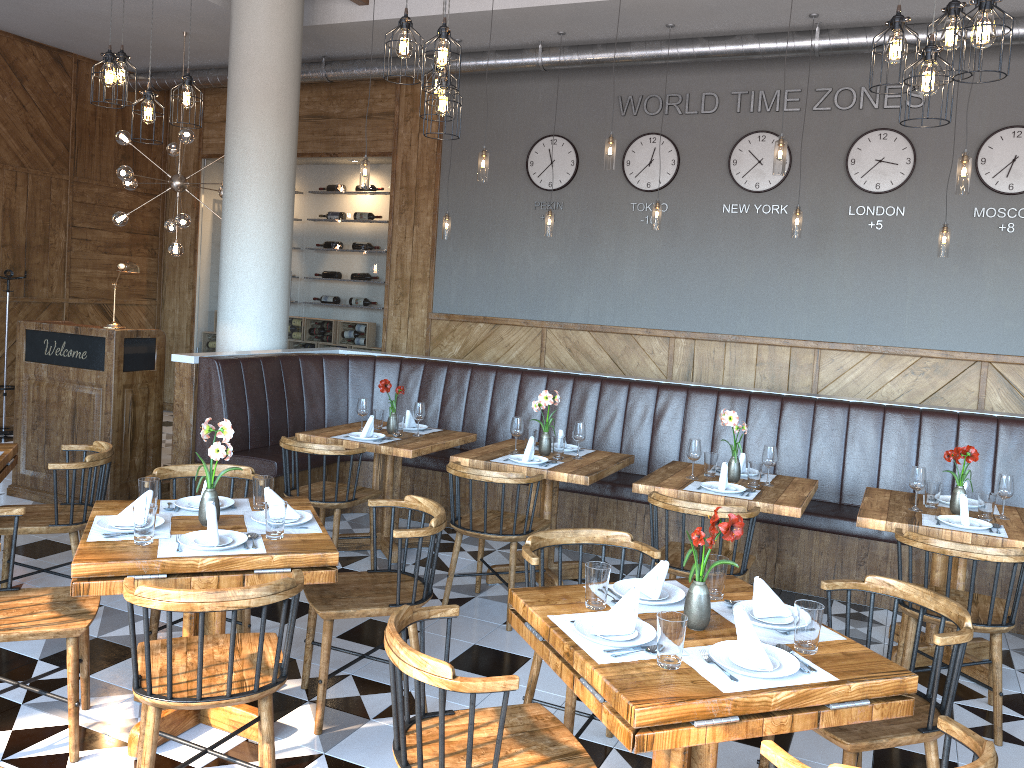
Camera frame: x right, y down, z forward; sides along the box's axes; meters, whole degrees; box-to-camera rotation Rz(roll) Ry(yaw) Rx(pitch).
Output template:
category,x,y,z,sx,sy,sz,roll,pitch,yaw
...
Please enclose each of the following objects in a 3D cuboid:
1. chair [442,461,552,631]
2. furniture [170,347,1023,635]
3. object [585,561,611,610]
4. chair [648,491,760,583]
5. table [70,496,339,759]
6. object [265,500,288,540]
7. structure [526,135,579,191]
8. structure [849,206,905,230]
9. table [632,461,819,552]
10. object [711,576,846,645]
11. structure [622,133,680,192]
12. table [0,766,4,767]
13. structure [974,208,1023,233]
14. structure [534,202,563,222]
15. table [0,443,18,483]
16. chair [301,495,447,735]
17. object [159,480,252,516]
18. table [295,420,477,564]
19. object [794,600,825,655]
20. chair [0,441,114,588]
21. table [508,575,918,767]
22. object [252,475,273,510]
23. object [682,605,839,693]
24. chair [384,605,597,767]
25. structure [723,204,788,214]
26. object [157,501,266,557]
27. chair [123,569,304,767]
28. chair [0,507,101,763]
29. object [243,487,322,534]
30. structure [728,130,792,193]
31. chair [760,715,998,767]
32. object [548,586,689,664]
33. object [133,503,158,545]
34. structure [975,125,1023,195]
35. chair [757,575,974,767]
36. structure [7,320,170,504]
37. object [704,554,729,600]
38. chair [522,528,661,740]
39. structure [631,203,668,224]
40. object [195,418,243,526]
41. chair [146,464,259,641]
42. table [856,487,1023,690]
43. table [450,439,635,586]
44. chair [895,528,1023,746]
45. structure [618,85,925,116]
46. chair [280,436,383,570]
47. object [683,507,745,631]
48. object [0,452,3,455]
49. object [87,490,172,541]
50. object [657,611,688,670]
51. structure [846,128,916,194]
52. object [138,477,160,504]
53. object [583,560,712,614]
category,x,y,z,sx,sy,sz,roll,pitch,yaw
chair,-0.086,0.821,4.756,0.520,0.815,0.550,5,4,24
furniture,0.967,0.623,5.750,6.596,1.147,1.920,6,6,24
object,0.259,0.619,2.713,0.080,0.132,0.080,6,4,29
chair,0.914,0.928,4.302,0.520,0.815,0.550,5,4,24
table,-1.176,0.913,3.386,0.863,0.762,0.867,2,5,-21
object,-0.864,0.498,3.235,0.080,0.132,0.080,7,5,39
structure,0.405,-2.226,8.929,0.561,0.559,0.046,6,4,24
structure,3.165,-1.444,7.703,0.443,0.199,0.021,6,4,24
table,1.170,0.914,4.881,0.851,0.762,0.851,6,5,24
object,0.794,0.652,2.695,0.272,0.137,0.353,2,6,-20
structure,1.333,-2.127,8.508,0.561,0.559,0.046,6,4,24
table,-0.940,1.142,1.193,0.851,0.762,0.851,6,5,24
structure,4.077,-1.346,7.289,0.499,0.199,0.021,6,4,24
structure,0.370,-1.744,8.972,0.306,0.196,0.021,6,4,24
table,-2.883,0.729,4.160,0.863,0.762,0.867,2,5,-21
chair,-0.566,0.903,3.604,0.549,0.815,0.521,2,4,-21
object,-1.244,0.434,3.610,0.351,0.137,0.273,2,5,-21
table,-0.821,0.701,5.785,0.851,0.762,0.851,6,5,24
object,0.823,0.679,2.469,0.080,0.132,0.080,7,5,39
chair,-2.282,0.719,4.384,0.549,0.815,0.521,2,4,-21
table,0.511,1.094,2.619,0.863,0.762,0.867,2,5,-21
object,-1.029,0.447,3.642,0.080,0.132,0.080,7,5,39
object,0.640,0.676,2.349,0.351,0.137,0.273,2,5,-21
chair,-0.084,1.053,2.385,0.549,0.815,0.521,2,4,-21
structure,2.232,-1.604,8.125,0.584,0.079,0.021,6,4,24
object,-1.053,0.495,3.114,0.351,0.137,0.273,2,5,-21
chair,-0.945,0.960,2.775,0.519,0.815,0.551,2,4,-21
chair,-1.772,0.871,3.151,0.549,0.815,0.521,2,4,-21
object,-0.898,0.471,3.460,0.272,0.137,0.353,2,6,-20
structure,2.260,-2.027,8.087,0.561,0.559,0.046,6,4,24
chair,0.743,1.141,2.009,0.519,0.815,0.551,2,4,-21
object,0.294,0.640,2.499,0.272,0.137,0.353,2,6,-20
object,-1.275,0.487,3.073,0.080,0.132,0.080,7,5,39
structure,4.107,-1.829,7.248,0.561,0.559,0.046,6,4,24
chair,1.122,1.084,2.838,0.549,0.815,0.521,2,4,-21
structure,-3.099,0.208,6.606,1.047,1.297,0.646,5,4,24
object,0.658,0.629,2.876,0.080,0.132,0.080,6,4,29
chair,0.295,0.995,3.214,0.519,0.815,0.551,2,4,-21
structure,1.319,-1.642,8.541,0.369,0.199,0.021,6,4,24
object,-1.122,0.334,3.368,0.207,0.399,0.146,6,4,36
chair,-1.393,0.814,3.980,0.519,0.815,0.551,2,4,-21
table,2.171,1.022,4.426,0.851,0.762,0.851,6,5,24
table,0.180,0.808,5.330,0.851,0.762,0.851,6,5,24
chair,1.914,1.036,3.847,0.520,0.815,0.550,5,4,24
structure,2.270,-2.574,8.075,2.732,0.198,0.033,6,4,24
chair,-1.087,0.713,5.210,0.520,0.815,0.550,5,4,24
object,0.588,0.540,2.588,0.171,0.354,0.156,3,4,-10
object,-2.609,0.288,4.233,0.272,0.137,0.353,2,6,-20
object,-1.398,0.459,3.264,0.272,0.137,0.353,2,6,-20
object,0.413,0.669,2.307,0.080,0.132,0.080,6,4,29
structure,3.188,-1.928,7.666,0.561,0.559,0.046,6,4,24
object,-1.428,0.438,3.479,0.080,0.132,0.080,7,5,39
object,0.448,0.616,2.845,0.351,0.137,0.273,2,5,-21
